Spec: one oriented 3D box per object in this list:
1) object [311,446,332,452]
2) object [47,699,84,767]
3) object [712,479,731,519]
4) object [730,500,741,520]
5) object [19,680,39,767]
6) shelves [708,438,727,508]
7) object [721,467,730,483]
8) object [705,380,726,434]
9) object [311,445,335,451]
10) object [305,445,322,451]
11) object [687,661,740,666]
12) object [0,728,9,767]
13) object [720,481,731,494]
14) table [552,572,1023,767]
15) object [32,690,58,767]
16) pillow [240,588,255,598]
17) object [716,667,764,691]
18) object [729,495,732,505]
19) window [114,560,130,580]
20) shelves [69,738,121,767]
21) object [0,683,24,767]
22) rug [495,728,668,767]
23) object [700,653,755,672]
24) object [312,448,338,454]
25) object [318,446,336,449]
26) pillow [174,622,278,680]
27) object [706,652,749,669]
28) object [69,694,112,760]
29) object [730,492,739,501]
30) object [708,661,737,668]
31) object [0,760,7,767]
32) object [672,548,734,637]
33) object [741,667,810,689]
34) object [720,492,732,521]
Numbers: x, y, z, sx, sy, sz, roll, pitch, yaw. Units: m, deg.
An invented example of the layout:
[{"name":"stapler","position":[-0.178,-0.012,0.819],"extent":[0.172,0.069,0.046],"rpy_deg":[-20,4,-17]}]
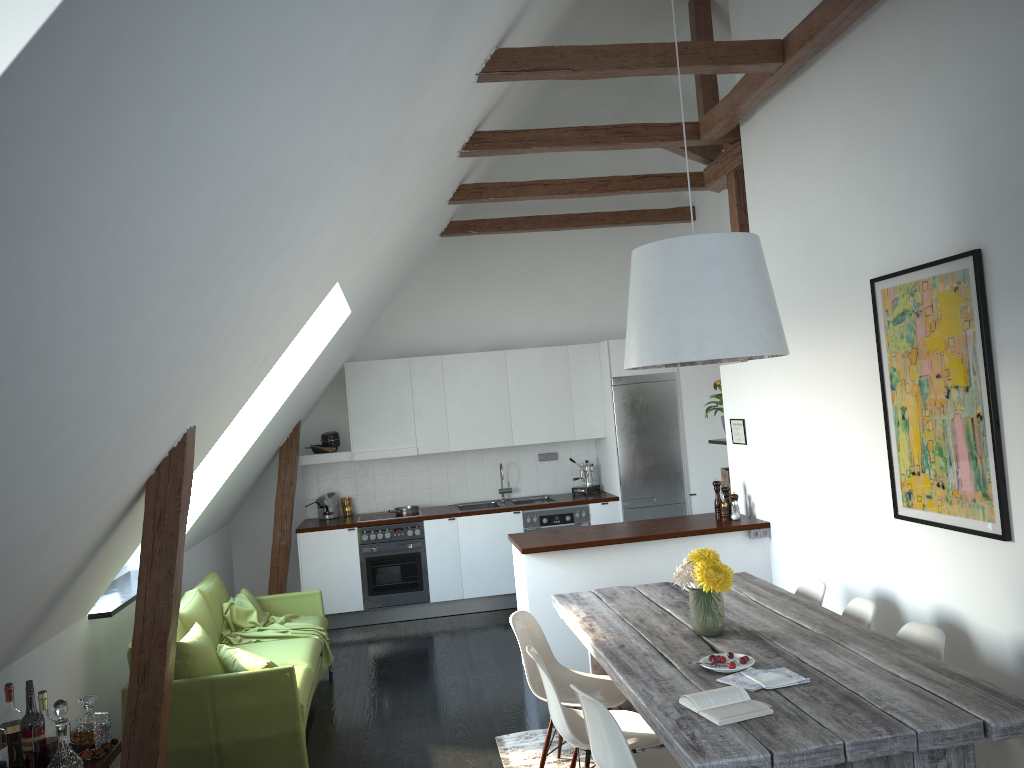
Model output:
[{"name":"object","position":[-1.783,0.605,8.277],"extent":[0.065,0.065,0.332],"rpy_deg":[-4,-2,-40]},{"name":"object","position":[-1.476,1.185,2.916],"extent":[0.114,0.292,0.114],"rpy_deg":[-4,-2,-35]},{"name":"object","position":[1.484,0.807,6.256],"extent":[0.123,0.283,0.061],"rpy_deg":[-5,-1,-7]},{"name":"object","position":[1.544,0.873,6.134],"extent":[0.069,0.135,0.069],"rpy_deg":[-4,-2,-32]},{"name":"object","position":[-1.644,1.183,3.042],"extent":[0.080,0.329,0.080],"rpy_deg":[-5,-1,-17]},{"name":"shelves","position":[1.917,0.681,6.800],"extent":[0.660,0.553,0.408],"rpy_deg":[-5,-1,-7]},{"name":"object","position":[1.802,0.689,6.829],"extent":[0.329,0.101,0.287],"rpy_deg":[-5,-1,3]},{"name":"object","position":[1.732,0.178,6.888],"extent":[0.493,0.486,0.506],"rpy_deg":[-5,-1,12]},{"name":"object","position":[-1.773,0.597,8.288],"extent":[0.331,0.077,0.061],"rpy_deg":[-6,-2,41]},{"name":"object","position":[-1.826,0.613,8.363],"extent":[0.357,0.075,0.244],"rpy_deg":[-4,-2,-37]},{"name":"object","position":[0.758,1.051,3.334],"extent":[0.194,0.022,0.019],"rpy_deg":[-5,-1,8]},{"name":"object","position":[-1.717,1.224,2.930],"extent":[0.067,0.257,0.099],"rpy_deg":[-5,-1,-2]},{"name":"object","position":[1.809,0.790,6.816],"extent":[0.287,0.101,0.329],"rpy_deg":[-5,-1,-12]},{"name":"table","position":[0.959,1.458,3.772],"extent":[1.141,0.788,2.421],"rpy_deg":[-5,-1,-7]},{"name":"object","position":[-1.572,1.189,2.989],"extent":[0.081,0.307,0.081],"rpy_deg":[-5,-1,-2]},{"name":"pillow","position":[-1.854,1.606,6.219],"extent":[0.210,0.275,0.462],"rpy_deg":[-5,-1,-10]},{"name":"object","position":[0.855,1.054,3.171],"extent":[0.182,0.014,0.185],"rpy_deg":[-4,-2,-33]},{"name":"object","position":[1.818,0.889,6.814],"extent":[0.329,0.101,0.287],"rpy_deg":[-5,-1,3]},{"name":"window","position":[0.630,-1.233,2.427],"extent":[5.959,4.249,8.018],"rpy_deg":[-5,-1,-7]},{"name":"shelves","position":[-1.561,1.683,2.910],"extent":[0.438,0.732,0.803],"rpy_deg":[-5,-1,-11]},{"name":"object","position":[-1.758,1.207,3.118],"extent":[0.081,0.308,0.081],"rpy_deg":[-5,-1,-16]},{"name":"rug","position":[1.007,1.841,3.745],"extent":[1.898,0.022,2.677],"rpy_deg":[-5,-1,-7]},{"name":"object","position":[0.813,1.058,3.348],"extent":[0.205,0.024,0.205],"rpy_deg":[-5,-1,-15]},{"name":"object","position":[-1.749,0.620,8.334],"extent":[0.243,0.056,0.350],"rpy_deg":[-4,-1,-19]},{"name":"object","position":[-1.751,0.599,8.336],"extent":[0.335,0.031,0.065],"rpy_deg":[-6,-2,40]},{"name":"pillow","position":[-1.472,1.477,4.733],"extent":[0.600,0.387,0.475],"rpy_deg":[-5,-1,-10]},{"name":"object","position":[0.823,1.045,3.360],"extent":[0.132,0.034,0.144],"rpy_deg":[-4,-2,-36]},{"name":"object","position":[-1.527,1.235,3.210],"extent":[0.101,0.211,0.101],"rpy_deg":[-5,-1,8]},{"name":"object","position":[1.561,0.849,6.207],"extent":[0.058,0.184,0.058],"rpy_deg":[-5,-1,-11]},{"name":"object","position":[0.796,1.055,3.344],"extent":[0.110,0.011,0.058],"rpy_deg":[-5,-1,-4]},{"name":"object","position":[-1.508,1.223,2.619],"extent":[0.087,0.206,0.087],"rpy_deg":[-5,-1,18]},{"name":"object","position":[0.838,0.894,3.826],"extent":[0.233,0.365,0.293],"rpy_deg":[-4,-2,-37]},{"name":"object","position":[0.940,1.045,3.166],"extent":[0.182,0.016,0.179],"rpy_deg":[-5,-1,-13]},{"name":"object","position":[1.487,0.850,6.170],"extent":[0.080,0.192,0.058],"rpy_deg":[-4,-1,-24]}]
